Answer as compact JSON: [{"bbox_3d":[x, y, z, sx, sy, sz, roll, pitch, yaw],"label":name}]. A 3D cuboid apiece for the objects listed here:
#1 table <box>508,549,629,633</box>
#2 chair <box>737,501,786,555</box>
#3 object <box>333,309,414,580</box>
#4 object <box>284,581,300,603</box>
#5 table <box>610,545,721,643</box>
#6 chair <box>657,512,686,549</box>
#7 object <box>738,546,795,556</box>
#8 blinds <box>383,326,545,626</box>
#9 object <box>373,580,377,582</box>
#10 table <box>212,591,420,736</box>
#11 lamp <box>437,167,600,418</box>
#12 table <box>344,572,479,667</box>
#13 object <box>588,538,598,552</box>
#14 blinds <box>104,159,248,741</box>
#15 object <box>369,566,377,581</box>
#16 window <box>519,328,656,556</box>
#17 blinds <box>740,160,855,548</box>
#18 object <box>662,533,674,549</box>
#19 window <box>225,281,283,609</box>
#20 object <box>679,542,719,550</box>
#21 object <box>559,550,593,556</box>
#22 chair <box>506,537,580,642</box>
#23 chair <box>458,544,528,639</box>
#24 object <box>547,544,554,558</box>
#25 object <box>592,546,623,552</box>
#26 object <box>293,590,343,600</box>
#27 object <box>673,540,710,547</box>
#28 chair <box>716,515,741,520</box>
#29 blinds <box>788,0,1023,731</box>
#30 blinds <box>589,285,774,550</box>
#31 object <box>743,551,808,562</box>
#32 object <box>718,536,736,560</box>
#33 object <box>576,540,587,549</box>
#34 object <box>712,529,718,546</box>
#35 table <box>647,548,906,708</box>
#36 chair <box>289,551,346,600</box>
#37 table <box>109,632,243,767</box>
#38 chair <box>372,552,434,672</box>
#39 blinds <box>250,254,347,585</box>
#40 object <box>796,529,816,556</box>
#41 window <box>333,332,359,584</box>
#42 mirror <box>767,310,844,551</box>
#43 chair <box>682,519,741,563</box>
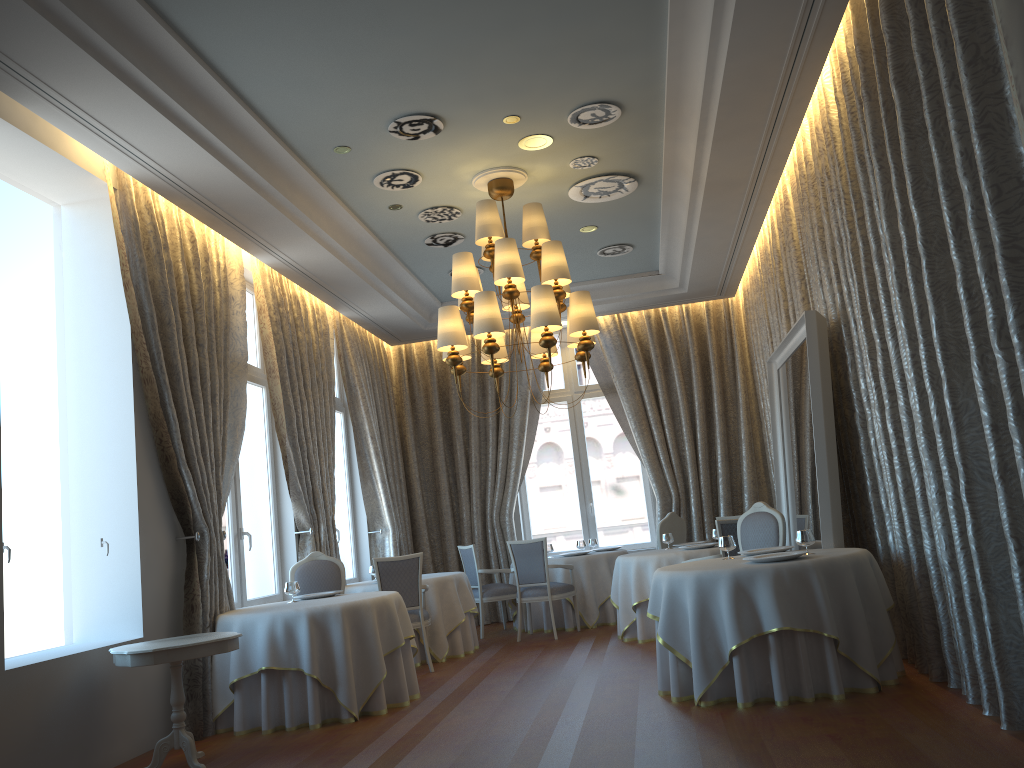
[{"bbox_3d":[0.784,2.605,11.192,1.667,0.890,1.663,-11,-10,26],"label":"table"},{"bbox_3d":[1.853,1.585,7.106,0.690,1.233,0.563,-1,-11,-32],"label":"chair"},{"bbox_3d":[-1.738,0.986,11.676,0.386,4.901,2.121,-8,-9,8],"label":"object"},{"bbox_3d":[-1.800,1.707,7.274,0.128,0.165,0.128,-5,-10,-10],"label":"object"},{"bbox_3d":[1.878,2.156,9.221,1.663,0.890,1.667,-10,-10,21],"label":"table"},{"bbox_3d":[1.746,2.181,10.629,0.563,1.233,0.690,2,-13,-42],"label":"chair"},{"bbox_3d":[1.906,1.254,6.647,0.419,0.036,0.419,-7,-9,6],"label":"object"},{"bbox_3d":[-0.560,0.956,12.572,2.535,4.901,0.386,-8,-9,8],"label":"blinds"},{"bbox_3d":[-1.245,2.040,9.264,0.419,0.036,0.419,-7,-9,6],"label":"object"},{"bbox_3d":[-1.591,2.188,7.071,1.663,0.890,1.667,-6,-9,-3],"label":"table"},{"bbox_3d":[0.006,-0.806,7.754,1.373,2.121,1.373,3,-13,-44],"label":"lamp"},{"bbox_3d":[-1.186,2.570,9.650,1.667,0.890,1.663,-7,-9,1],"label":"table"},{"bbox_3d":[1.055,2.095,11.544,0.128,0.165,0.128,-8,-9,8],"label":"object"},{"bbox_3d":[-2.528,0.276,7.150,0.315,4.930,2.204,-8,-9,8],"label":"blinds"},{"bbox_3d":[-1.543,2.127,9.982,0.128,0.165,0.128,-8,-9,8],"label":"object"},{"bbox_3d":[0.954,0.787,12.783,1.881,3.306,0.196,-8,-9,8],"label":"window"},{"bbox_3d":[3.045,0.103,9.964,0.238,4.819,4.439,-8,-9,8],"label":"blinds"},{"bbox_3d":[1.689,1.700,9.588,0.128,0.165,0.128,-8,-9,8],"label":"object"},{"bbox_3d":[-2.610,0.455,8.377,0.259,3.306,1.882,-8,-9,7],"label":"window"},{"bbox_3d":[1.886,1.631,8.907,0.419,0.036,0.419,-7,-9,6],"label":"object"},{"bbox_3d":[0.781,2.072,10.824,0.419,0.036,0.419,-7,-9,6],"label":"object"},{"bbox_3d":[0.335,2.310,10.109,0.650,1.108,0.629,-10,-10,22],"label":"chair"},{"bbox_3d":[-0.249,2.510,10.922,0.629,1.108,0.650,-2,-10,-27],"label":"chair"},{"bbox_3d":[0.459,2.076,11.027,0.128,0.165,0.128,-8,-9,8],"label":"object"},{"bbox_3d":[1.207,2.094,11.244,0.419,0.036,0.419,-7,-9,6],"label":"object"},{"bbox_3d":[-1.647,1.802,7.555,0.419,0.036,0.419,-7,-9,6],"label":"object"},{"bbox_3d":[1.972,1.755,9.714,0.419,0.036,0.419,-7,-9,6],"label":"object"},{"bbox_3d":[2.616,2.092,10.333,0.650,1.108,0.629,-11,-11,27],"label":"chair"},{"bbox_3d":[2.386,-0.532,5.688,0.238,4.819,4.439,-8,-9,8],"label":"blinds"},{"bbox_3d":[2.264,0.577,12.188,2.476,4.901,0.386,-8,-9,8],"label":"blinds"},{"bbox_3d":[1.724,1.134,5.802,0.419,0.036,0.419,-7,-9,6],"label":"object"},{"bbox_3d":[1.587,1.205,6.531,0.128,0.165,0.128,-14,-12,37],"label":"object"},{"bbox_3d":[0.874,2.049,11.143,0.128,0.165,0.128,-8,-9,8],"label":"object"},{"bbox_3d":[2.127,1.577,9.141,0.128,0.165,0.128,-8,-9,8],"label":"object"},{"bbox_3d":[1.788,1.661,6.173,1.663,0.890,1.667,-6,-9,-3],"label":"table"},{"bbox_3d":[-1.690,2.117,7.926,0.563,1.233,0.690,-3,-10,-17],"label":"chair"},{"bbox_3d":[-2.095,2.029,5.579,0.761,0.801,0.760,2,-13,-42],"label":"table"},{"bbox_3d":[-1.105,2.221,8.600,0.650,1.108,0.629,-3,-10,-17],"label":"chair"},{"bbox_3d":[-2.134,0.631,9.552,0.335,4.969,2.257,-8,-9,8],"label":"blinds"},{"bbox_3d":[1.991,1.073,6.009,0.128,0.165,0.128,-8,-9,8],"label":"object"},{"bbox_3d":[-2.281,0.808,10.727,0.196,3.306,1.881,-8,-9,8],"label":"window"},{"bbox_3d":[2.520,0.864,7.679,0.385,2.564,2.251,-8,-9,8],"label":"mirror"},{"bbox_3d":[2.016,1.816,8.263,0.650,1.108,0.629,-3,-10,-22],"label":"chair"}]
